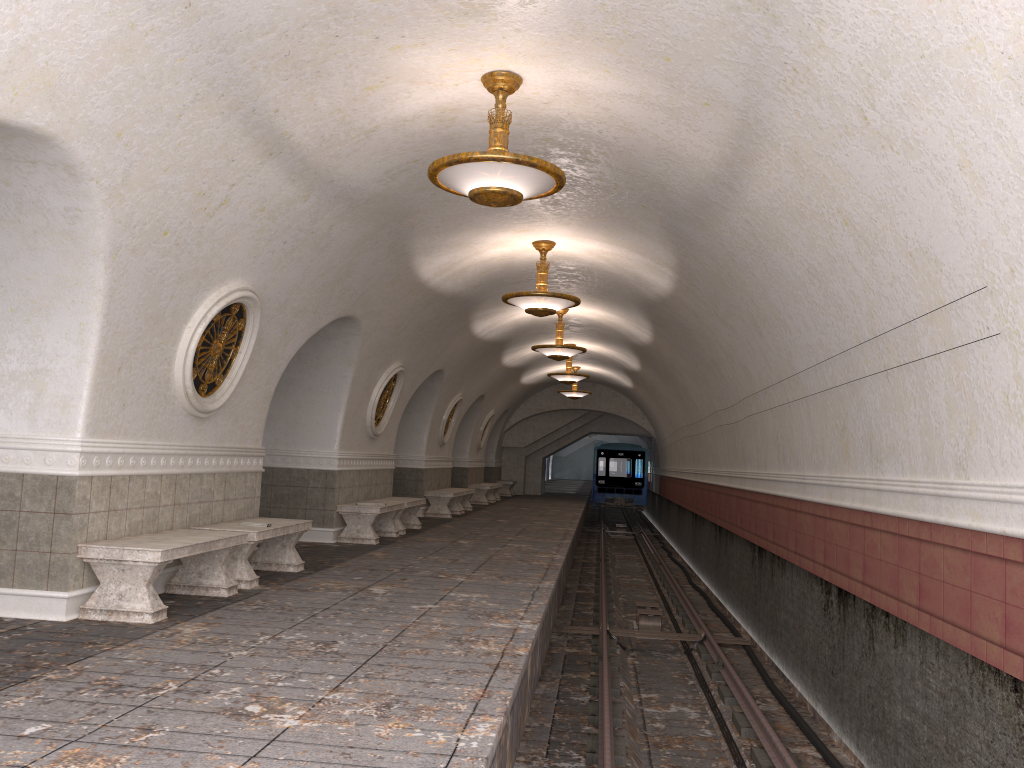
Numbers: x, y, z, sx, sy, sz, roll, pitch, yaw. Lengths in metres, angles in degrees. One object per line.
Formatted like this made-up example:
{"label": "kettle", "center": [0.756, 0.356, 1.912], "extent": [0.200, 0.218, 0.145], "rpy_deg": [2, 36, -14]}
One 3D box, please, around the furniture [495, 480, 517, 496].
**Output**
{"label": "furniture", "center": [-0.208, 3.622, 30.845], "extent": [0.613, 0.508, 1.509], "rpy_deg": [2, -5, 6]}

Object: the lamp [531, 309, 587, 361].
{"label": "lamp", "center": [0.863, -0.886, 16.089], "extent": [1.008, 0.955, 1.008], "rpy_deg": [1, -5, 22]}

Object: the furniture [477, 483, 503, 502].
{"label": "furniture", "center": [-0.666, 3.205, 26.266], "extent": [0.613, 0.508, 1.509], "rpy_deg": [2, -5, 6]}

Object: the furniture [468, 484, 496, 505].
{"label": "furniture", "center": [-0.833, 3.054, 24.599], "extent": [0.613, 0.508, 1.509], "rpy_deg": [2, -5, 6]}

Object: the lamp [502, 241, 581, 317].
{"label": "lamp", "center": [0.384, -1.322, 11.303], "extent": [1.008, 0.955, 1.008], "rpy_deg": [4, -5, -10]}

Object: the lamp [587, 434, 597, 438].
{"label": "lamp", "center": [5.466, 3.299, 62.076], "extent": [1.008, 0.955, 1.008], "rpy_deg": [3, -5, -8]}

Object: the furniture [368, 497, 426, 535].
{"label": "furniture", "center": [-1.855, 2.125, 14.390], "extent": [0.613, 0.508, 1.509], "rpy_deg": [2, -5, 6]}

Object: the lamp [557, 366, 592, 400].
{"label": "lamp", "center": [1.821, -0.015, 25.660], "extent": [1.008, 0.955, 1.008], "rpy_deg": [7, -6, -38]}

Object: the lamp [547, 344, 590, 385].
{"label": "lamp", "center": [1.342, -0.451, 20.874], "extent": [1.008, 0.955, 1.008], "rpy_deg": [1, -5, 22]}

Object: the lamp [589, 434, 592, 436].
{"label": "lamp", "center": [4.987, 2.863, 57.290], "extent": [1.008, 0.955, 1.008], "rpy_deg": [3, -5, -8]}

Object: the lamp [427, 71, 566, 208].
{"label": "lamp", "center": [-0.098, -1.760, 6.484], "extent": [1.008, 0.955, 1.008], "rpy_deg": [4, -5, -10]}

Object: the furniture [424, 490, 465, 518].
{"label": "furniture", "center": [-1.424, 2.516, 18.690], "extent": [0.613, 0.508, 1.509], "rpy_deg": [2, -5, 6]}

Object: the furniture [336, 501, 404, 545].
{"label": "furniture", "center": [-2.022, 1.973, 12.724], "extent": [0.613, 0.508, 1.509], "rpy_deg": [2, -5, 6]}

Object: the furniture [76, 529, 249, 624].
{"label": "furniture", "center": [-2.618, 1.431, 6.769], "extent": [0.613, 0.508, 1.509], "rpy_deg": [2, -5, 6]}

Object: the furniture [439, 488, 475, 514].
{"label": "furniture", "center": [-1.258, 2.668, 20.357], "extent": [0.613, 0.508, 1.509], "rpy_deg": [2, -5, 6]}

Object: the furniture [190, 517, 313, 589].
{"label": "furniture", "center": [-2.451, 1.583, 8.436], "extent": [0.613, 0.508, 1.509], "rpy_deg": [2, -5, 6]}
